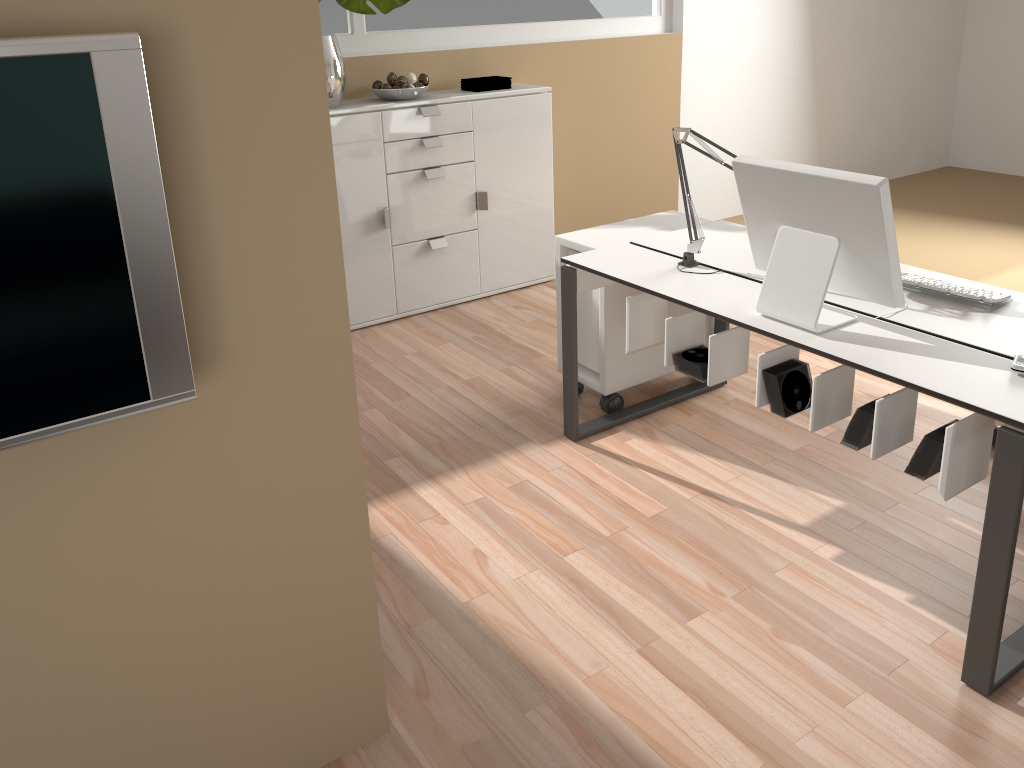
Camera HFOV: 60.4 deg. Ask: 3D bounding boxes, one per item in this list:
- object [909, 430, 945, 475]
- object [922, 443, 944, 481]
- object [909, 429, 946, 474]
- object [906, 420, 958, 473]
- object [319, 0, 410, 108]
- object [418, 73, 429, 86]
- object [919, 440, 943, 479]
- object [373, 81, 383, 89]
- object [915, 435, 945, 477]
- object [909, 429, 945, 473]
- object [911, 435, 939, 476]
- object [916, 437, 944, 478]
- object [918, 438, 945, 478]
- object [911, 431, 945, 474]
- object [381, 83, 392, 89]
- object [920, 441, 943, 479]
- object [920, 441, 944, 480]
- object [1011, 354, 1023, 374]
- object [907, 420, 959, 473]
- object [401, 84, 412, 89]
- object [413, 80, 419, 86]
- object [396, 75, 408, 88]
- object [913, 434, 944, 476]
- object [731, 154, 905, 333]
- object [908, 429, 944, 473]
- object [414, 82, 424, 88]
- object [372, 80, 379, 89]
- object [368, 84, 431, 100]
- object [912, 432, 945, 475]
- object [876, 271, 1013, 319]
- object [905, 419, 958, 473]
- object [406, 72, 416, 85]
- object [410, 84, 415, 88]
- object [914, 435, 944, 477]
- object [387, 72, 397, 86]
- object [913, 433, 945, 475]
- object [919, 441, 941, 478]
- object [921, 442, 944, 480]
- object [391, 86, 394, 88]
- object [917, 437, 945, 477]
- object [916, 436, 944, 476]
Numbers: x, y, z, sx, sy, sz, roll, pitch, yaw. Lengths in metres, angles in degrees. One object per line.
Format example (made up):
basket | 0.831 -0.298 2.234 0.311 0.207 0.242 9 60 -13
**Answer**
object | 1.000 0.151 2.076 0.135 0.109 0.041 -16 23 -32
object | 1.018 0.161 2.051 0.135 0.109 0.041 -16 23 -32
object | 1.000 0.150 2.076 0.135 0.109 0.040 -16 23 -32
object | 0.995 0.148 2.084 0.135 0.109 0.041 -16 23 -32
object | -0.662 -1.801 4.261 0.872 0.814 0.271 -18 24 -34
object | -0.447 -1.534 4.444 0.053 0.065 0.054 -12 23 -24
object | 1.014 0.159 2.056 0.135 0.109 0.040 -16 23 -32
object | -0.663 -1.468 4.360 0.053 0.062 0.057 12 25 33
object | 1.008 0.155 2.065 0.135 0.109 0.041 -16 23 -32
object | 0.999 0.150 2.078 0.135 0.109 0.041 -16 23 -32
object | 1.002 0.152 2.073 0.135 0.109 0.041 -16 23 -32
object | 1.010 0.156 2.062 0.135 0.109 0.040 -16 23 -32
object | 1.012 0.158 2.060 0.135 0.109 0.041 -16 23 -32
object | 1.001 0.151 2.074 0.135 0.109 0.041 -16 23 -32
object | -0.620 -1.450 4.331 0.055 0.059 0.058 2 21 10
object | 1.015 0.160 2.055 0.135 0.109 0.040 -16 23 -32
object | 1.015 0.160 2.054 0.135 0.109 0.041 -16 23 -32
object | 1.195 -0.046 2.055 0.048 0.020 0.086 13 28 32
object | 0.996 0.148 2.082 0.135 0.109 0.041 -16 23 -32
object | -0.519 -1.446 4.333 0.056 0.063 0.053 -10 22 -19
object | -0.487 -1.513 4.474 0.057 0.064 0.054 15 27 38
object | -0.544 -1.496 4.359 0.056 0.061 0.055 15 27 38
object | 1.005 0.154 2.069 0.135 0.109 0.041 -16 23 -32
object | 0.810 -0.383 2.372 0.200 0.415 0.478 -14 24 -31
object | 0.997 0.149 2.080 0.135 0.109 0.041 -16 23 -32
object | -0.468 -1.485 4.419 0.057 0.061 0.055 11 25 32
object | -0.672 -1.490 4.412 0.056 0.061 0.056 4 22 15
object | -0.562 -1.464 4.418 0.315 0.061 0.325 7 25 20
object | 1.004 0.153 2.071 0.135 0.109 0.040 -16 23 -32
object | 1.133 -0.246 2.563 0.394 0.077 0.466 -20 29 -35
object | 0.993 0.147 2.085 0.135 0.109 0.041 -16 23 -32
object | -0.506 -1.525 4.404 0.056 0.064 0.053 -6 21 -10
object | -0.505 -1.461 4.388 0.056 0.063 0.053 -20 27 -40
object | 1.006 0.155 2.067 0.135 0.109 0.041 -16 23 -32
object | -0.605 -1.540 4.445 0.054 0.068 0.054 -12 23 -25
object | 1.005 0.153 2.069 0.135 0.109 0.040 -16 23 -32
object | 1.013 0.158 2.058 0.135 0.109 0.041 -16 23 -32
object | 1.017 0.161 2.052 0.135 0.109 0.041 -16 23 -32
object | -0.617 -1.511 4.492 0.056 0.061 0.056 -11 22 -21
object | 1.010 0.157 2.062 0.135 0.109 0.041 -16 23 -32
object | 1.009 0.156 2.064 0.135 0.109 0.040 -16 23 -32
